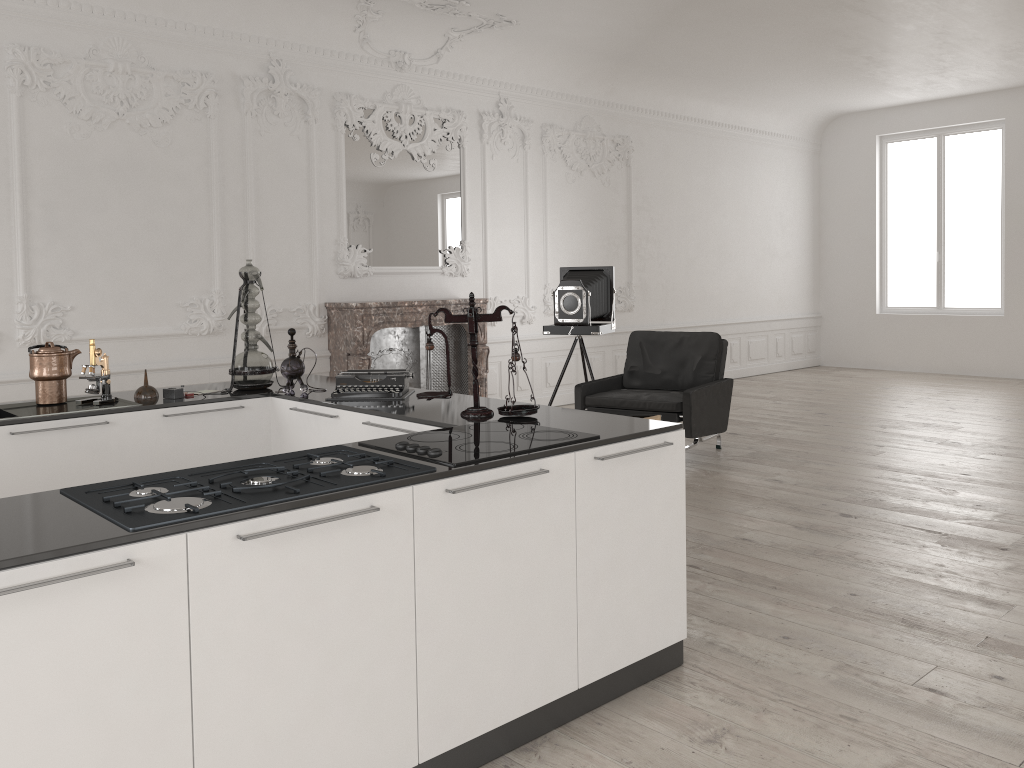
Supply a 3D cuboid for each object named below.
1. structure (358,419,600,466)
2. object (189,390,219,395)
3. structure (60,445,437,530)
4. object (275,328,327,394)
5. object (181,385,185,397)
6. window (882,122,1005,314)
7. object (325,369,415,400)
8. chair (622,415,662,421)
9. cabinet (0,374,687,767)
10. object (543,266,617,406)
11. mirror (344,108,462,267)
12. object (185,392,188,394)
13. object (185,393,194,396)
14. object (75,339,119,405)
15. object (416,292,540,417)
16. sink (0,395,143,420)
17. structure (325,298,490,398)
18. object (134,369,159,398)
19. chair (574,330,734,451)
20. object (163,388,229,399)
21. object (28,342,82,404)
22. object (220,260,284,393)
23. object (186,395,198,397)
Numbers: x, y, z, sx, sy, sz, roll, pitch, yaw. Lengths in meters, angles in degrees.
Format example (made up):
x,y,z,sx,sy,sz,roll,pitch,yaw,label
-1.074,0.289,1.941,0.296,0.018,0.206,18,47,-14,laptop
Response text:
x,y,z,sx,sy,sz,roll,pitch,yaw,label
-0.105,0.176,2.924,0.630,0.021,0.507,-7,9,-42,structure
-1.519,0.040,4.339,0.093,0.004,0.141,3,8,27,object
-0.693,0.253,2.389,0.845,0.014,0.522,-7,9,-42,structure
-1.054,-0.121,4.343,0.222,0.311,0.204,-5,5,-44,object
-1.557,0.034,4.178,0.017,0.056,0.017,0,3,28,object
6.050,-2.283,12.471,0.071,2.570,1.728,-3,4,-42,window
-0.665,-0.003,4.141,0.383,0.110,0.319,-1,6,3,object
0.448,0.496,4.472,0.630,0.767,0.785,-1,5,3,chair
-1.164,0.596,3.347,2.470,0.878,2.713,-7,8,-42,cabinet
0.626,-0.282,7.854,0.711,1.517,0.657,0,3,23,object
-1.012,-1.831,8.410,1.439,1.565,0.009,-5,4,-42,mirror
-1.576,0.047,4.256,0.032,0.012,0.042,3,7,32,object
-1.545,0.051,4.224,0.026,0.010,0.039,2,7,27,object
-1.887,-0.061,4.031,0.132,0.290,0.170,0,3,18,object
-0.148,-0.118,3.481,0.513,0.489,0.168,1,3,20,object
-2.234,0.194,3.719,1.169,0.140,0.486,-7,9,-42,sink
-0.966,-0.159,8.250,1.549,1.243,0.660,-5,5,-42,structure
-1.744,-0.004,4.212,0.111,0.131,0.111,-4,5,-37,object
1.174,0.075,7.112,0.974,0.959,1.092,2,6,32,chair
-1.481,0.028,4.261,0.124,0.045,0.377,4,8,36,object
-2.111,-0.055,4.064,0.208,0.278,0.187,-1,4,-2,object
-1.286,-0.303,4.464,0.294,0.648,0.320,-1,3,1,object
-1.522,0.057,4.213,0.020,0.001,0.060,3,8,27,object
